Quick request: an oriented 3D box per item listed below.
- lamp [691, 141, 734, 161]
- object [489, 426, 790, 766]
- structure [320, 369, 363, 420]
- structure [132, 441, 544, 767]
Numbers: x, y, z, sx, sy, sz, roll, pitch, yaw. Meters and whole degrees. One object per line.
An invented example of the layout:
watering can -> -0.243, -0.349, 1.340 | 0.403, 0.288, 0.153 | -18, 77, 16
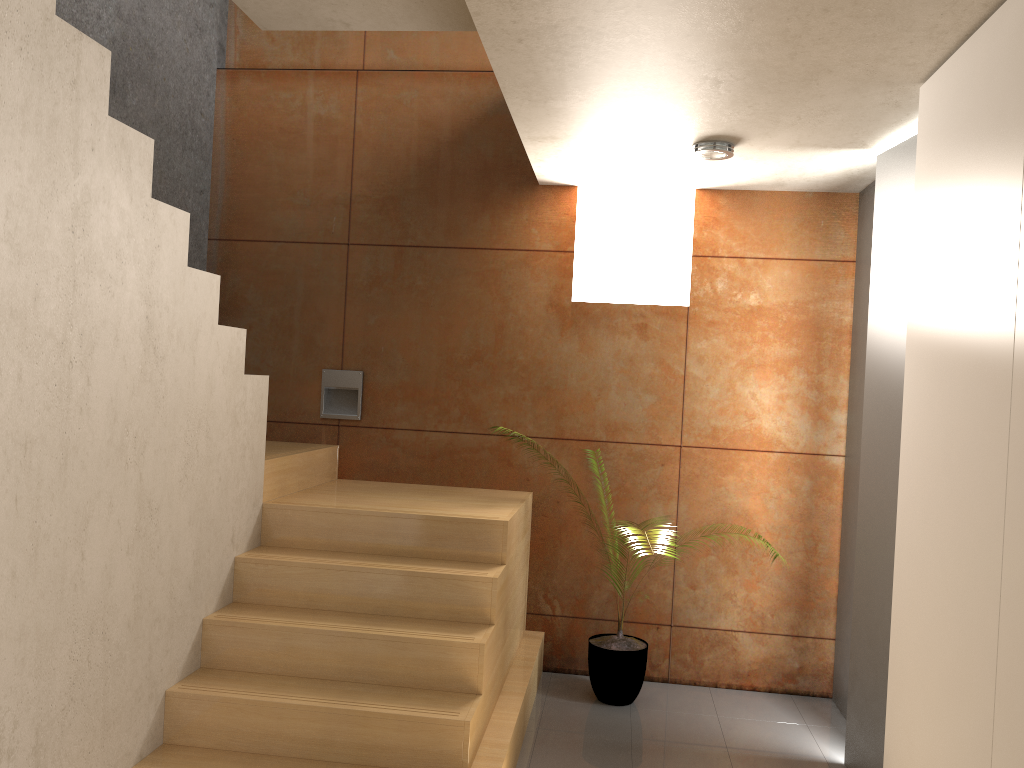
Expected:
lamp -> 0.842, -0.980, 3.722 | 0.173, 0.044, 0.173 | 3, 0, 12
object -> -0.217, 0.926, 1.731 | 4.200, 1.455, 6.200 | 3, 0, 7
structure -> -0.905, 0.057, 4.771 | 0.220, 0.260, 0.096 | 3, 0, 7
structure -> -0.926, 0.887, 3.531 | 1.950, 1.110, 2.400 | 3, 0, 7
